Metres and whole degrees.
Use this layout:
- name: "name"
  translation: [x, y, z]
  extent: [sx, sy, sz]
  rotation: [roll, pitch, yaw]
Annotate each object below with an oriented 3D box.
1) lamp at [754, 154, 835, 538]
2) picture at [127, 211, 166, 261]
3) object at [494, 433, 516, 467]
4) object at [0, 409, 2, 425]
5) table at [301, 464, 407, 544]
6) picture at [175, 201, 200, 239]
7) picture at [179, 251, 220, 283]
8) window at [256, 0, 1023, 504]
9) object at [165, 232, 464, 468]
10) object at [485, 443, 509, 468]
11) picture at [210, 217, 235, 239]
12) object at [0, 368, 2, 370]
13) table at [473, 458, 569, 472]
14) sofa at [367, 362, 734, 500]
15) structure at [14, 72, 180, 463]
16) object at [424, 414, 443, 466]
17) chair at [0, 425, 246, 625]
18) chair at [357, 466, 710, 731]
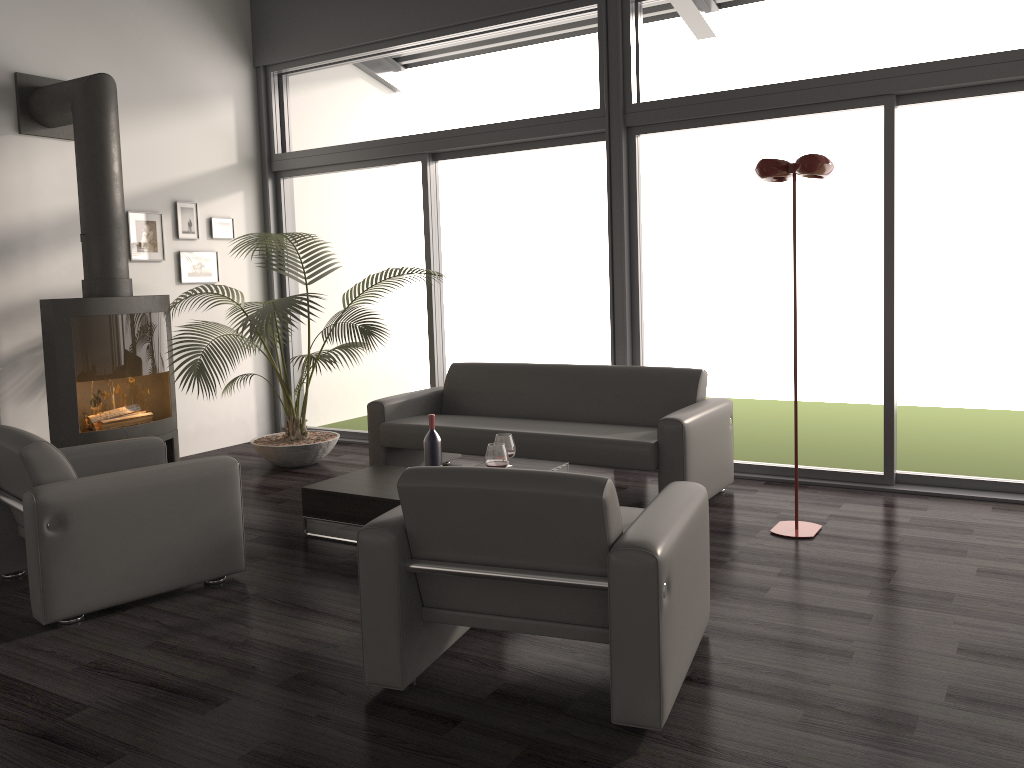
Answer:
- name: "lamp"
  translation: [1.361, -0.177, 4.255]
  extent: [0.353, 1.783, 0.366]
  rotation: [1, 5, 31]
- name: "picture"
  translation: [-2.654, -1.070, 6.435]
  extent: [0.015, 0.351, 0.289]
  rotation: [1, 6, 31]
- name: "object"
  translation: [-0.038, 0.327, 4.375]
  extent: [0.116, 0.155, 0.116]
  rotation: [0, 6, 22]
- name: "object"
  translation: [-3.021, 0.151, 5.224]
  extent: [0.075, 1.049, 0.145]
  rotation: [-2, 5, -7]
- name: "table"
  translation: [-0.398, 0.634, 4.449]
  extent: [1.201, 0.249, 0.602]
  rotation: [2, 8, 31]
- name: "picture"
  translation: [-2.466, -1.243, 6.739]
  extent: [0.015, 0.279, 0.192]
  rotation: [1, 6, 31]
- name: "picture"
  translation: [-2.411, -0.903, 6.839]
  extent: [0.015, 0.244, 0.360]
  rotation: [1, 7, 31]
- name: "window"
  translation: [2.161, -1.137, 5.041]
  extent: [9.749, 3.460, 0.386]
  rotation: [2, 6, 31]
- name: "object"
  translation: [-1.538, -0.239, 6.136]
  extent: [2.119, 1.661, 1.724]
  rotation: [1, 6, 26]
- name: "object"
  translation: [-0.070, 0.357, 4.126]
  extent: [0.116, 0.155, 0.116]
  rotation: [3, 7, 40]
- name: "picture"
  translation: [-2.292, -1.235, 7.025]
  extent: [0.015, 0.165, 0.222]
  rotation: [1, 7, 31]
- name: "object"
  translation: [-3.058, 0.197, 5.154]
  extent: [0.400, 1.122, 0.402]
  rotation: [-3, 5, -9]
- name: "table"
  translation: [-0.059, 0.594, 4.237]
  extent: [0.400, 0.340, 0.682]
  rotation: [2, 7, 31]
- name: "sofa"
  translation: [0.179, 0.272, 5.362]
  extent: [2.115, 0.715, 0.904]
  rotation: [2, 7, 31]
- name: "structure"
  translation: [-2.864, -0.662, 5.793]
  extent: [1.116, 2.666, 0.820]
  rotation: [1, 6, 31]
- name: "object"
  translation: [-0.389, 0.333, 4.360]
  extent: [0.093, 0.369, 0.093]
  rotation: [1, 5, 30]
- name: "chair"
  translation: [-1.768, 0.505, 3.935]
  extent: [0.912, 0.715, 0.964]
  rotation: [-7, 8, -43]
- name: "chair"
  translation: [0.123, 0.559, 2.963]
  extent: [0.963, 0.715, 0.913]
  rotation: [0, 6, 21]
